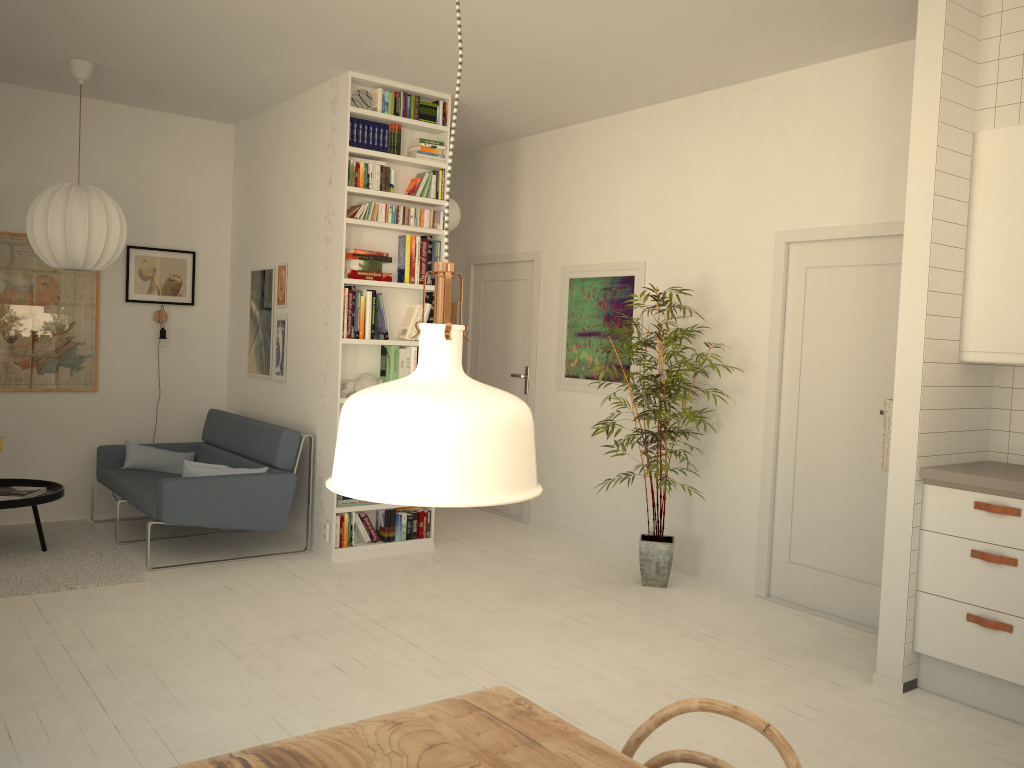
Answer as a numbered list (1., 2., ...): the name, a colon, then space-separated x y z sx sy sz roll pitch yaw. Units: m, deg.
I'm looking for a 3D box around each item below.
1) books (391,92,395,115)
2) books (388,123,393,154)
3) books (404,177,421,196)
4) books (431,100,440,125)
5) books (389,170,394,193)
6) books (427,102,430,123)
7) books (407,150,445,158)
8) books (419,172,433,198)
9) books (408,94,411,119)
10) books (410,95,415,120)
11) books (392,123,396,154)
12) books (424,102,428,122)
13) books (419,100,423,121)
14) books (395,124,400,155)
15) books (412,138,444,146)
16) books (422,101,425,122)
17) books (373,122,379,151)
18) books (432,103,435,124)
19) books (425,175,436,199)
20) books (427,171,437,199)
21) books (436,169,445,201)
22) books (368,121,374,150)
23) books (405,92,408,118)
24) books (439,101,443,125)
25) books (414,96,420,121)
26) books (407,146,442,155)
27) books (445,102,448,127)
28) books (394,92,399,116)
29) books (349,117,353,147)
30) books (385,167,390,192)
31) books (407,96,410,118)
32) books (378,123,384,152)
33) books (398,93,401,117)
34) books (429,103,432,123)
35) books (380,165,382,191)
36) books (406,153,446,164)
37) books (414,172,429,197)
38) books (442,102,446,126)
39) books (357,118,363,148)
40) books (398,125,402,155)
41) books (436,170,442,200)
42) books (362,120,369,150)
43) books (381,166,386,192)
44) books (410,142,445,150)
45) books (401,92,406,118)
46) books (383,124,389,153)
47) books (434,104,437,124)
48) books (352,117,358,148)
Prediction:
1. books: -0.784 -1.707 5.468 0.018 0.141 0.207 1 3 -37
2. books: -0.799 -1.499 5.483 0.020 0.191 0.205 1 3 -37
3. books: -0.659 -1.237 5.624 0.073 0.129 0.200 1 4 -37
4. books: -0.505 -1.708 5.633 0.019 0.157 0.150 1 3 -37
5. books: -0.784 -1.241 5.487 0.020 0.145 0.189 1 3 -37
6. books: -0.564 -1.698 5.590 0.017 0.130 0.150 1 3 -37
7. books: -0.570 -1.449 5.645 0.200 0.018 0.208 0 4 -37
8. books: -0.589 -1.256 5.643 0.065 0.168 0.229 1 3 -37
9. books: -0.687 -1.711 5.537 0.009 0.151 0.208 1 3 -37
10. books: -0.678 -1.713 5.558 0.032 0.154 0.212 1 3 -37
11. books: -0.781 -1.499 5.493 0.020 0.191 0.205 1 3 -37
12. books: -0.578 -1.698 5.579 0.017 0.130 0.150 1 3 -37
13. books: -0.606 -1.698 5.558 0.017 0.130 0.150 1 3 -37
14. books: -0.760 -1.498 5.499 0.020 0.191 0.205 1 3 -37
15. books: -0.553 -1.521 5.644 0.169 0.032 0.188 1 4 -32
16. books: -0.592 -1.698 5.568 0.017 0.130 0.150 1 3 -37
17. books: -0.873 -1.493 5.415 0.034 0.178 0.188 1 3 -37
18. books: -0.536 -1.698 5.611 0.017 0.130 0.150 1 3 -37
19. books: -0.552 -1.246 5.667 0.030 0.153 0.200 1 3 -37
20. books: -0.539 -1.265 5.697 0.022 0.187 0.186 1 3 -37
21. books: -0.500 -1.270 5.707 0.022 0.198 0.212 1 3 -37
22. books: -0.901 -1.494 5.394 0.034 0.178 0.188 1 3 -37
23. books: -0.712 -1.714 5.522 0.012 0.157 0.220 1 3 -37
24. books: -0.511 -1.712 5.675 0.020 0.156 0.229 1 3 -37
25. books: -0.642 -1.711 5.565 0.032 0.152 0.200 1 3 -37
26. books: -0.578 -1.473 5.636 0.199 0.030 0.173 5 4 43
27. books: -0.492 -1.712 5.713 0.014 0.154 0.260 1 3 -37
28. books: -0.755 -1.707 5.467 0.028 0.147 0.192 1 3 -37
29. books: -1.013 -1.494 5.309 0.034 0.178 0.188 1 3 -37
30. books: -0.803 -1.245 5.449 0.023 0.153 0.176 1 3 -37
31. books: -0.694 -1.704 5.523 0.019 0.137 0.201 1 3 -37
32. books: -0.845 -1.493 5.436 0.034 0.178 0.188 1 3 -37
33. books: -0.744 -1.710 5.495 0.024 0.148 0.188 1 3 -37
34. books: -0.550 -1.698 5.600 0.017 0.130 0.150 1 3 -37
35. books: -0.844 -1.249 5.434 0.013 0.159 0.176 1 3 -37
36. books: -0.574 -1.420 5.647 0.214 0.038 0.223 0 4 -37
37. books: -0.624 -1.254 5.634 0.092 0.165 0.223 1 3 -37
38. books: -0.492 -1.709 5.685 0.021 0.151 0.228 1 3 -37
39. books: -0.957 -1.494 5.351 0.034 0.178 0.188 1 3 -37
40. books: -0.751 -1.499 5.520 0.020 0.191 0.205 1 3 -37
41. books: -0.516 -1.265 5.697 0.014 0.188 0.218 1 3 -37
42. books: -0.929 -1.494 5.372 0.034 0.178 0.188 1 3 -37
43. books: -0.841 -1.248 5.461 0.024 0.155 0.207 1 3 -37
44. books: -0.551 -1.495 5.627 0.179 0.016 0.208 1 4 -32
45. books: -0.729 -1.714 5.515 0.024 0.156 0.228 1 3 -37
46. books: -0.817 -1.493 5.457 0.034 0.178 0.188 1 3 -37
47. books: -0.522 -1.697 5.621 0.017 0.130 0.150 1 3 -37
48. books: -0.985 -1.494 5.330 0.034 0.178 0.188 1 3 -37
